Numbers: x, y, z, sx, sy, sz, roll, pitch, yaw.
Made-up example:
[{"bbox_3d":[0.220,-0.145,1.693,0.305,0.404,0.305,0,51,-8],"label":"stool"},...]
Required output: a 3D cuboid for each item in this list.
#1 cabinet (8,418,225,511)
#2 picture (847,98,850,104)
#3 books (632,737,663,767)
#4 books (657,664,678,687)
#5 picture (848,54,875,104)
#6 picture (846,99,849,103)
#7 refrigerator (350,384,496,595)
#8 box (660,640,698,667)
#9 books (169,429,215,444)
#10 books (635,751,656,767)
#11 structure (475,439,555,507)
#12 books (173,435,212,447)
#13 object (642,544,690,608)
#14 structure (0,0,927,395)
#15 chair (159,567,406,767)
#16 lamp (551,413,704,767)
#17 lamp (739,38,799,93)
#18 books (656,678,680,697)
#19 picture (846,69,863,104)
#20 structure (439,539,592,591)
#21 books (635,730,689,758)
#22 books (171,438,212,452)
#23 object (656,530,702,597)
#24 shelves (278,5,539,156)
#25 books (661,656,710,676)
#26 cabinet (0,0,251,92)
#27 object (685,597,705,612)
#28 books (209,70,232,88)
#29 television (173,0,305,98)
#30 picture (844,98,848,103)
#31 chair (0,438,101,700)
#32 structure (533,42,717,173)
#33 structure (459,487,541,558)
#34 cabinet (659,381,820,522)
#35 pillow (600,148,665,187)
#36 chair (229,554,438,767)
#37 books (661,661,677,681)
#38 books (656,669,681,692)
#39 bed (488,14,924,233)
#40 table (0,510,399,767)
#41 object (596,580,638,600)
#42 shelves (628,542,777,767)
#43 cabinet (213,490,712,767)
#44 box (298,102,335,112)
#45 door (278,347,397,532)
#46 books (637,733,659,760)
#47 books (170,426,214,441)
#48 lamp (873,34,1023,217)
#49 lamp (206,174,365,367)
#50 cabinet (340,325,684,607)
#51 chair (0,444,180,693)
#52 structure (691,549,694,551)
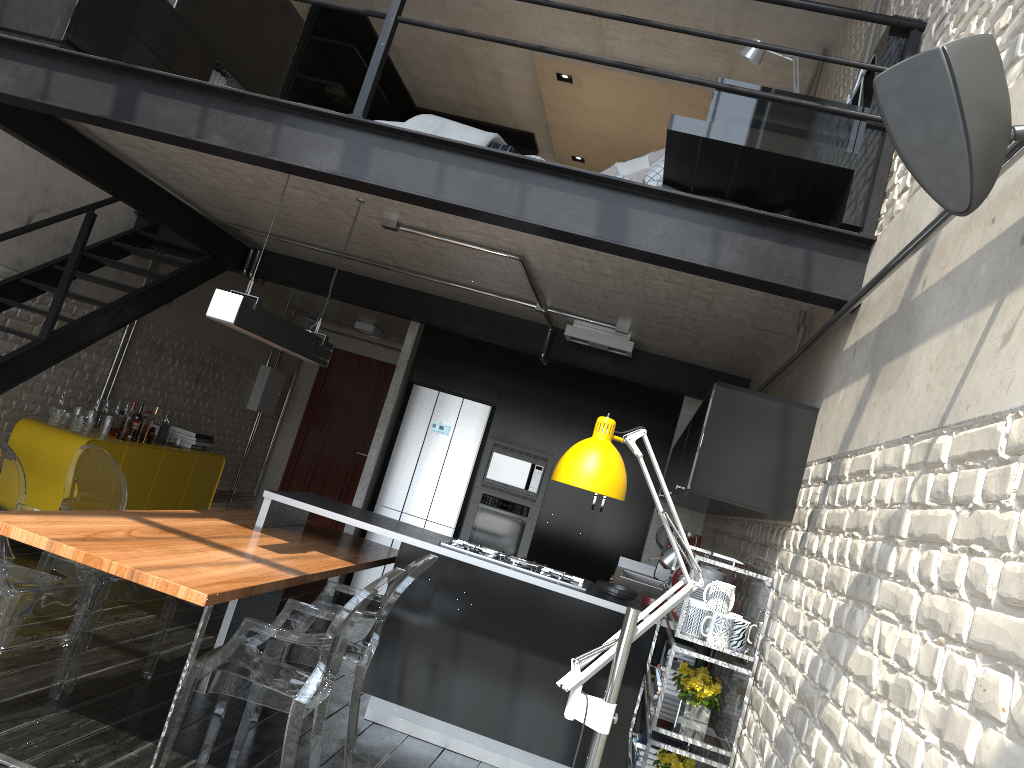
[{"bbox_3d":[-3.160,0.817,7.152,0.550,0.776,2.177,15,-6,10],"label":"cabinet"},{"bbox_3d":[1.311,-1.078,3.520,0.031,0.087,0.095,15,-7,10],"label":"picture"},{"bbox_3d":[0.628,1.599,3.805,0.201,0.024,0.276,16,-5,4],"label":"books"},{"bbox_3d":[0.739,1.278,3.820,0.212,0.021,0.289,16,-5,8],"label":"books"},{"bbox_3d":[1.354,-1.153,3.495,0.056,0.251,0.173,15,-8,10],"label":"picture"},{"bbox_3d":[1.327,-1.080,3.628,0.052,0.122,0.173,15,-7,10],"label":"picture"},{"bbox_3d":[-0.746,0.995,7.709,0.726,1.840,0.493,15,-9,10],"label":"refrigerator"},{"bbox_3d":[0.767,1.286,4.081,0.150,0.151,0.148,15,-7,10],"label":"box"},{"bbox_3d":[-2.892,0.476,7.979,0.288,0.031,0.347,16,-5,10],"label":"books"},{"bbox_3d":[0.627,1.621,3.801,0.201,0.024,0.275,16,-5,9],"label":"books"},{"bbox_3d":[0.051,0.772,7.624,0.583,0.424,0.443,16,-7,10],"label":"structure"},{"bbox_3d":[-2.891,0.507,7.961,0.260,0.031,0.325,16,-5,8],"label":"books"},{"bbox_3d":[0.904,1.061,4.771,0.349,0.344,0.218,17,-8,-5],"label":"object"},{"bbox_3d":[-1.006,-0.108,4.951,4.798,3.370,3.745,16,-7,10],"label":"structure"},{"bbox_3d":[-0.806,1.048,3.191,0.591,0.949,0.534,16,-8,5],"label":"chair"},{"bbox_3d":[0.091,0.829,1.819,0.634,1.632,1.550,13,-8,23],"label":"lamp"},{"bbox_3d":[1.207,-1.357,4.178,0.169,0.694,0.481,21,-9,-24],"label":"lamp"},{"bbox_3d":[0.728,1.316,3.814,0.212,0.021,0.289,16,-5,9],"label":"books"},{"bbox_3d":[1.410,-1.144,3.758,0.033,0.316,0.224,15,-8,10],"label":"picture"},{"bbox_3d":[0.037,0.970,4.824,0.814,0.026,0.496,16,-5,10],"label":"structure"},{"bbox_3d":[0.650,1.561,3.810,0.202,0.024,0.275,15,-6,19],"label":"books"},{"bbox_3d":[-2.909,0.542,7.968,0.260,0.044,0.347,16,-6,12],"label":"books"},{"bbox_3d":[1.021,1.112,5.393,0.212,0.430,0.199,13,-9,25],"label":"object"},{"bbox_3d":[-1.237,-2.068,9.794,2.130,2.815,2.644,15,-7,10],"label":"shelves"},{"bbox_3d":[0.750,1.241,3.826,0.212,0.021,0.289,16,-6,13],"label":"books"},{"bbox_3d":[-1.891,-1.529,5.339,0.608,0.556,3.146,16,-6,10],"label":"cabinet"},{"bbox_3d":[0.716,0.899,3.477,0.083,0.101,0.107,9,-10,44],"label":"object"},{"bbox_3d":[-1.703,-1.615,5.288,0.167,0.226,0.964,15,-6,10],"label":"books"},{"bbox_3d":[-1.690,-2.203,5.447,0.297,0.869,1.304,15,-7,10],"label":"television"},{"bbox_3d":[1.416,-1.103,3.948,0.046,0.277,0.241,15,-7,10],"label":"picture"},{"bbox_3d":[-2.003,0.713,3.448,0.591,0.949,0.534,15,-8,10],"label":"chair"},{"bbox_3d":[1.234,-1.300,9.257,2.601,2.977,2.759,15,-7,10],"label":"structure"},{"bbox_3d":[-0.090,1.237,7.531,0.583,0.562,0.479,15,-7,10],"label":"structure"},{"bbox_3d":[1.131,0.501,5.112,0.400,0.425,3.852,15,-6,10],"label":"cabinet"},{"bbox_3d":[1.045,-1.071,5.273,1.147,0.739,2.115,16,-6,8],"label":"pillow"},{"bbox_3d":[-0.744,1.131,3.845,0.589,0.949,0.536,17,-8,-5],"label":"chair"},{"bbox_3d":[0.750,1.261,3.822,0.212,0.021,0.289,16,-5,10],"label":"books"},{"bbox_3d":[0.727,1.295,3.818,0.212,0.021,0.289,16,-5,10],"label":"books"},{"bbox_3d":[0.393,-0.973,5.561,2.703,0.848,4.431,16,-6,10],"label":"bed"},{"bbox_3d":[-1.353,1.093,4.202,0.930,0.739,2.644,16,-6,10],"label":"table"},{"bbox_3d":[0.534,1.093,4.696,0.228,0.050,0.306,12,-7,39],"label":"object"},{"bbox_3d":[0.737,1.169,3.634,0.289,0.934,1.236,15,-7,10],"label":"shelves"},{"bbox_3d":[-0.097,1.478,5.738,2.438,1.013,2.716,16,-6,10],"label":"cabinet"},{"bbox_3d":[-1.941,-2.702,8.945,0.402,0.084,0.292,16,-6,10],"label":"box"},{"bbox_3d":[-2.069,0.738,10.769,1.137,2.236,0.193,15,-9,10],"label":"door"},{"bbox_3d":[0.640,1.580,3.808,0.201,0.024,0.275,16,-5,8],"label":"books"},{"bbox_3d":[-2.879,0.443,7.972,0.260,0.038,0.321,16,-6,12],"label":"books"},{"bbox_3d":[0.787,-0.426,1.463,0.357,0.309,0.177,18,-8,-8],"label":"lamp"},{"bbox_3d":[-0.937,-0.598,4.031,0.125,0.898,1.076,15,-7,10],"label":"lamp"},{"bbox_3d":[0.038,0.929,7.629,2.327,2.496,0.546,15,-9,11],"label":"cabinet"},{"bbox_3d":[-1.889,0.808,4.066,0.593,0.949,0.533,14,-8,20],"label":"chair"},{"bbox_3d":[1.209,1.323,6.362,0.177,0.313,0.088,15,-9,10],"label":"structure"}]
